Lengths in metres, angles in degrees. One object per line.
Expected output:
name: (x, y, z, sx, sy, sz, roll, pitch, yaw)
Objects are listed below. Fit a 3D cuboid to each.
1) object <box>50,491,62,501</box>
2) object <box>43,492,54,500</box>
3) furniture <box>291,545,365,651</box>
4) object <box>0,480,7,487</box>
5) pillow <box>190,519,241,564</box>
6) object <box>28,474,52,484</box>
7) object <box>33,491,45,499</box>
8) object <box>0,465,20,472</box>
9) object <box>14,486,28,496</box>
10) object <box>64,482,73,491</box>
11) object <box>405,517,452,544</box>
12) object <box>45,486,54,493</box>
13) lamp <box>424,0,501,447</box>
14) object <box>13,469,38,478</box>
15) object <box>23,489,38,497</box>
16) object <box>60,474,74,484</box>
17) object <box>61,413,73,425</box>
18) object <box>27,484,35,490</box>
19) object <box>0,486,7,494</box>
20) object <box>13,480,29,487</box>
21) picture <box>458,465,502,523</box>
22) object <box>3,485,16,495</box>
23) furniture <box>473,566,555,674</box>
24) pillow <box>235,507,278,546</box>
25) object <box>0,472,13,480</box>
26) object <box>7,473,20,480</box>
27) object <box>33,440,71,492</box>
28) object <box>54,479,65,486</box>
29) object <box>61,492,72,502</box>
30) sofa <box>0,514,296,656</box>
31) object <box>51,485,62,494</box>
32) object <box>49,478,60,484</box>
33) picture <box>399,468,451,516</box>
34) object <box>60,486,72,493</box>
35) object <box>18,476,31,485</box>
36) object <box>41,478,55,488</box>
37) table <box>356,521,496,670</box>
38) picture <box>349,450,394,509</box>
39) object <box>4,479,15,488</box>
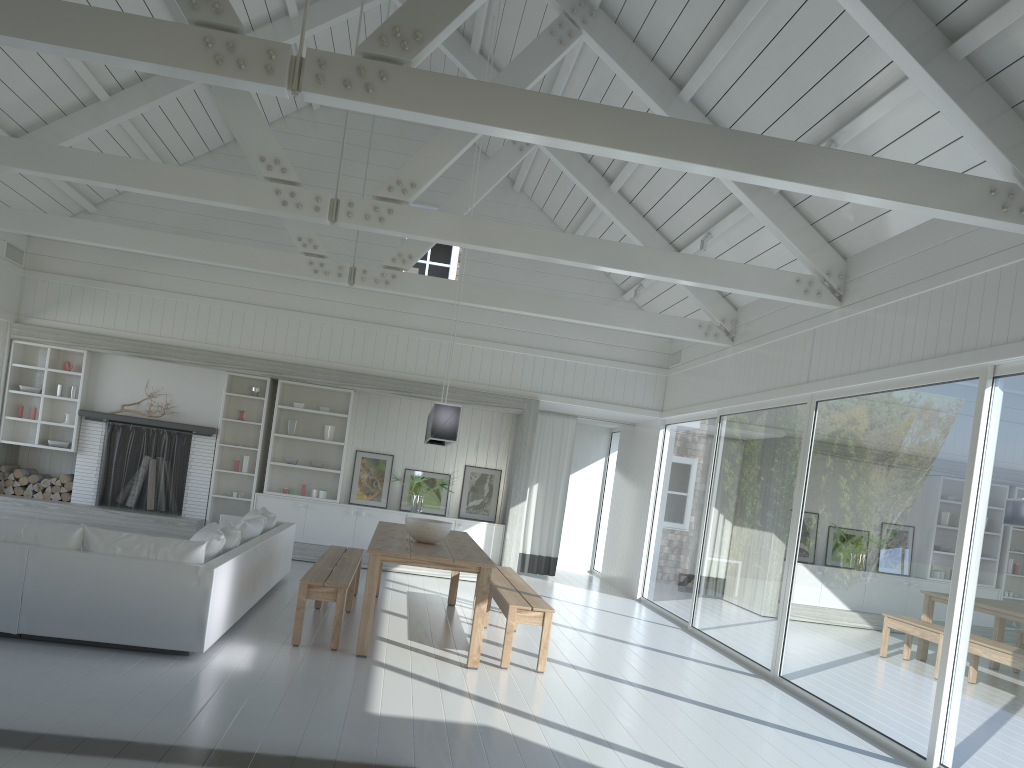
object: (-5.594, 1.402, 11.009, 0.134, 0.146, 0.549, 8, -6, -6)
object: (-5.694, 1.392, 10.989, 0.108, 0.106, 0.515, 8, -6, -8)
furniture: (-1.521, 1.758, 7.547, 0.341, 0.470, 2.685, 8, -6, -6)
object: (-6.212, 1.220, 10.900, 0.080, 0.080, 0.478, 8, -6, -8)
pillow: (-2.322, 1.298, 6.696, 0.468, 0.477, 1.317, 9, -5, -15)
object: (-5.863, 1.178, 10.955, 0.109, 0.109, 0.495, 8, -6, -8)
object: (-5.792, 1.391, 10.985, 0.134, 0.146, 0.549, 8, -6, -6)
object: (-6.203, 1.040, 10.898, 0.080, 0.080, 0.478, 8, -6, -8)
object: (-6.022, 1.321, 10.939, 0.110, 0.111, 0.495, 8, -6, -8)
object: (-5.449, 1.270, 11.008, 0.109, 0.109, 0.495, 8, -6, -8)
object: (-0.693, 1.209, 7.217, 0.391, 0.185, 0.389, 9, -5, -16)
object: (-5.678, 1.300, 10.967, 0.080, 0.080, 0.478, 8, -6, -8)
lamp: (-0.348, -1.589, 7.574, 0.201, 4.243, 1.905, 8, -1, -6)
object: (-6.028, 1.109, 10.934, 0.110, 0.111, 0.495, 8, -6, -8)
object: (-5.912, 1.339, 10.961, 0.105, 0.115, 0.518, 8, -6, -7)
object: (-5.500, 1.182, 11.000, 0.110, 0.111, 0.495, 8, -6, -8)
object: (-5.438, 0.430, 10.792, 0.137, 0.130, 0.136, 9, -3, -19)
object: (-5.888, 1.268, 10.941, 0.080, 0.080, 0.478, 8, -6, -8)
object: (-6.228, 1.312, 10.921, 0.108, 0.106, 0.515, 8, -6, -8)
object: (-6.036, 1.234, 10.928, 0.080, 0.079, 0.478, 8, -6, -8)
picture: (-0.419, 1.451, 11.630, 0.495, 0.704, 0.065, 8, 0, -7)
object: (-6.128, 1.322, 10.942, 0.134, 0.146, 0.549, 8, -6, -6)
furniture: (-0.047, 1.979, 7.733, 0.341, 0.470, 2.685, 8, -6, -6)
pillow: (-2.487, 1.452, 8.351, 0.464, 0.477, 2.056, 8, -6, -14)
object: (-6.200, 1.133, 10.913, 0.109, 0.109, 0.495, 8, -6, -8)
object: (-6.103, 1.140, 10.912, 0.080, 0.080, 0.478, 8, -6, -8)
object: (-5.693, 1.021, 10.937, 0.343, 0.643, 0.610, 8, -3, -22)
object: (-5.569, 1.220, 10.979, 0.080, 0.080, 0.478, 8, -6, -8)
object: (-5.488, 1.401, 11.006, 0.110, 0.111, 0.495, 8, -6, -8)
sofa: (-3.815, 1.271, 7.258, 3.482, 0.737, 4.140, 8, -6, -7)
object: (-5.595, 1.309, 10.991, 0.109, 0.109, 0.495, 8, -6, -8)
object: (-5.630, 1.199, 10.971, 0.086, 0.091, 0.479, 8, -6, -8)
picture: (-1.136, 1.420, 11.552, 0.610, 0.553, 0.053, 8, 0, -7)
object: (-5.502, 1.314, 10.996, 0.080, 0.079, 0.478, 8, -6, -8)
object: (-5.969, 1.198, 10.943, 0.109, 0.109, 0.495, 8, -6, -8)
object: (-5.715, 1.227, 10.974, 0.109, 0.109, 0.495, 8, -6, -8)
table: (-0.789, 1.720, 7.642, 0.907, 0.761, 2.953, 8, -6, -6)
picture: (-1.826, 1.240, 11.453, 0.495, 0.704, 0.065, 8, 0, -7)
object: (-6.129, 1.229, 10.924, 0.109, 0.109, 0.495, 8, -6, -8)
